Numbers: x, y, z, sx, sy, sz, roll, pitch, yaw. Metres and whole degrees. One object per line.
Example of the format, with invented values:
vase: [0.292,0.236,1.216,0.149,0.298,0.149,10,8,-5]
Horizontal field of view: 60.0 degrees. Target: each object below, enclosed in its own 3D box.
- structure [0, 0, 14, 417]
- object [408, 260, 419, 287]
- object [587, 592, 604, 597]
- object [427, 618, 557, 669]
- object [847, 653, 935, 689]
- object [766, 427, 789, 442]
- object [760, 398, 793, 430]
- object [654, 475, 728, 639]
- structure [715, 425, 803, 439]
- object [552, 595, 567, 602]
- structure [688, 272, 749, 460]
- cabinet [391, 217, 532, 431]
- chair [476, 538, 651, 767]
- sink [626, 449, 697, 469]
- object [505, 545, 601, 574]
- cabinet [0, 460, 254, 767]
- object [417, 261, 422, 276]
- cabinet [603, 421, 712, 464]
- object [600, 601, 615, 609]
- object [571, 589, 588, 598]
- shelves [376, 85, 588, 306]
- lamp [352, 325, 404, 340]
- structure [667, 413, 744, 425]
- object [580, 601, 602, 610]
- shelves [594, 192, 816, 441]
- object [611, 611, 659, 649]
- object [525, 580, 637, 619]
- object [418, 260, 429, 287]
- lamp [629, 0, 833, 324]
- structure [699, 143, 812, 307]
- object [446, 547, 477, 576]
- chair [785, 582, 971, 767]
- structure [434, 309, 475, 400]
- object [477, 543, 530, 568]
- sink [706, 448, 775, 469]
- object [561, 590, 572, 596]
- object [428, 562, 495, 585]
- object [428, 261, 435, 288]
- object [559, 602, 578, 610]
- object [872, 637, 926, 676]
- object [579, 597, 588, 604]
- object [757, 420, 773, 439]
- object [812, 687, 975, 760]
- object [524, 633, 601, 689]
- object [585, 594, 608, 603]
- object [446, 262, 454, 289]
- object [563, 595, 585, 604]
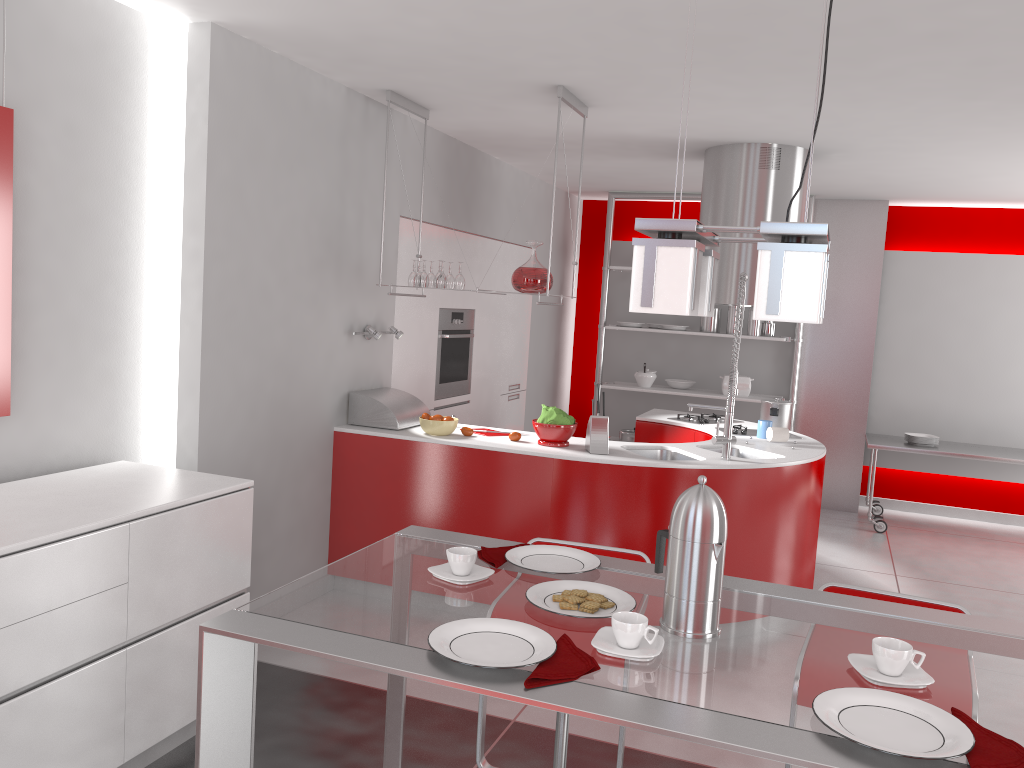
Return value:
structure: [-1.774,-0.617,2.519,0.040,1.503,0.820,5,6,20]
object: [-0.516,-0.582,4.671,0.060,0.141,0.060,5,6,20]
object: [0.163,0.424,1.770,0.036,0.006,0.034,5,6,19]
object: [-0.033,0.436,1.483,0.217,0.015,0.217,3,5,-4]
object: [0.628,0.479,1.476,0.119,0.016,0.119,4,5,0]
object: [1.478,0.280,4.954,0.100,0.080,0.109,3,5,-10]
object: [1.605,0.179,5.399,0.189,0.185,0.218,2,5,-18]
object: [0.324,0.308,1.639,0.149,0.287,0.113,6,6,28]
structure: [1.499,0.283,5.404,0.457,0.037,0.303,3,5,-5]
object: [0.097,0.422,1.747,0.036,0.006,0.034,4,5,4]
structure: [1.054,-0.094,4.364,0.308,0.920,0.178,1,6,-26]
cabinet: [-0.571,-0.052,6.386,0.614,2.026,2.398,5,6,20]
chair: [0.155,0.931,2.576,0.418,0.857,0.460,5,5,15]
sink: [0.745,0.449,4.448,0.326,0.172,0.428,2,6,-19]
object: [0.091,0.398,1.989,0.217,0.015,0.217,0,6,-33]
cabinet: [-1.562,0.817,2.519,0.610,0.880,1.802,5,6,20]
object: [-0.496,-0.588,4.754,0.060,0.141,0.060,5,6,20]
cabinet: [0.320,0.663,5.133,1.875,0.761,1.025,1,6,-25]
object: [0.180,0.429,1.728,0.034,0.006,0.036,8,7,41]
object: [0.134,0.417,1.767,0.034,0.006,0.036,4,5,8]
shelves: [-0.150,-0.940,4.547,0.934,1.023,0.462,5,6,20]
lamp: [-0.716,-0.275,4.814,0.155,0.081,0.454,5,6,20]
structure: [1.289,0.225,5.892,0.457,0.037,0.303,-1,7,-40]
object: [0.152,0.424,1.700,0.034,0.006,0.036,7,6,32]
shelves: [1.571,-0.316,7.591,1.735,2.599,0.535,5,6,20]
object: [0.204,0.425,1.514,0.062,0.049,0.078,1,6,-30]
object: [0.134,0.424,1.731,0.217,0.015,0.217,0,6,-32]
object: [-0.457,-0.571,4.596,0.060,0.141,0.060,3,5,-3]
lamp: [0.418,-0.625,1.515,0.304,1.025,0.304,5,6,20]
structure: [1.498,-0.963,5.555,0.644,0.958,0.644,2,5,-14]
object: [-0.113,0.373,1.863,0.078,0.049,0.062,5,6,20]
chair: [0.935,1.006,2.286,0.418,0.857,0.460,6,6,25]
structure: [-0.367,-0.207,5.979,0.050,0.589,0.599,5,6,20]
object: [-0.036,0.387,2.042,0.095,0.012,0.234,5,6,20]
sink: [1.187,0.458,4.652,0.326,0.172,0.428,0,6,-31]
object: [0.119,0.421,1.777,0.036,0.006,0.034,5,6,20]
object: [-0.107,0.398,1.863,0.119,0.016,0.119,8,7,40]
object: [-0.428,-0.579,4.696,0.060,0.141,0.060,5,6,20]
object: [0.109,0.427,1.706,0.036,0.006,0.034,4,5,-1]
object: [0.635,0.456,1.468,0.078,0.049,0.062,8,7,42]
object: [0.142,0.425,1.740,0.036,0.006,0.034,8,7,37]
object: [1.440,0.258,5.077,0.080,0.100,0.109,3,5,-7]
object: [0.546,0.491,1.279,0.217,0.015,0.217,9,7,44]
object: [0.095,0.451,1.433,0.095,0.012,0.234,5,6,19]
object: [0.166,0.421,1.739,0.036,0.006,0.034,9,7,43]
object: [-0.328,-0.571,4.686,0.060,0.141,0.060,5,6,20]
object: [0.120,0.419,1.727,0.034,0.006,0.036,0,6,-33]
